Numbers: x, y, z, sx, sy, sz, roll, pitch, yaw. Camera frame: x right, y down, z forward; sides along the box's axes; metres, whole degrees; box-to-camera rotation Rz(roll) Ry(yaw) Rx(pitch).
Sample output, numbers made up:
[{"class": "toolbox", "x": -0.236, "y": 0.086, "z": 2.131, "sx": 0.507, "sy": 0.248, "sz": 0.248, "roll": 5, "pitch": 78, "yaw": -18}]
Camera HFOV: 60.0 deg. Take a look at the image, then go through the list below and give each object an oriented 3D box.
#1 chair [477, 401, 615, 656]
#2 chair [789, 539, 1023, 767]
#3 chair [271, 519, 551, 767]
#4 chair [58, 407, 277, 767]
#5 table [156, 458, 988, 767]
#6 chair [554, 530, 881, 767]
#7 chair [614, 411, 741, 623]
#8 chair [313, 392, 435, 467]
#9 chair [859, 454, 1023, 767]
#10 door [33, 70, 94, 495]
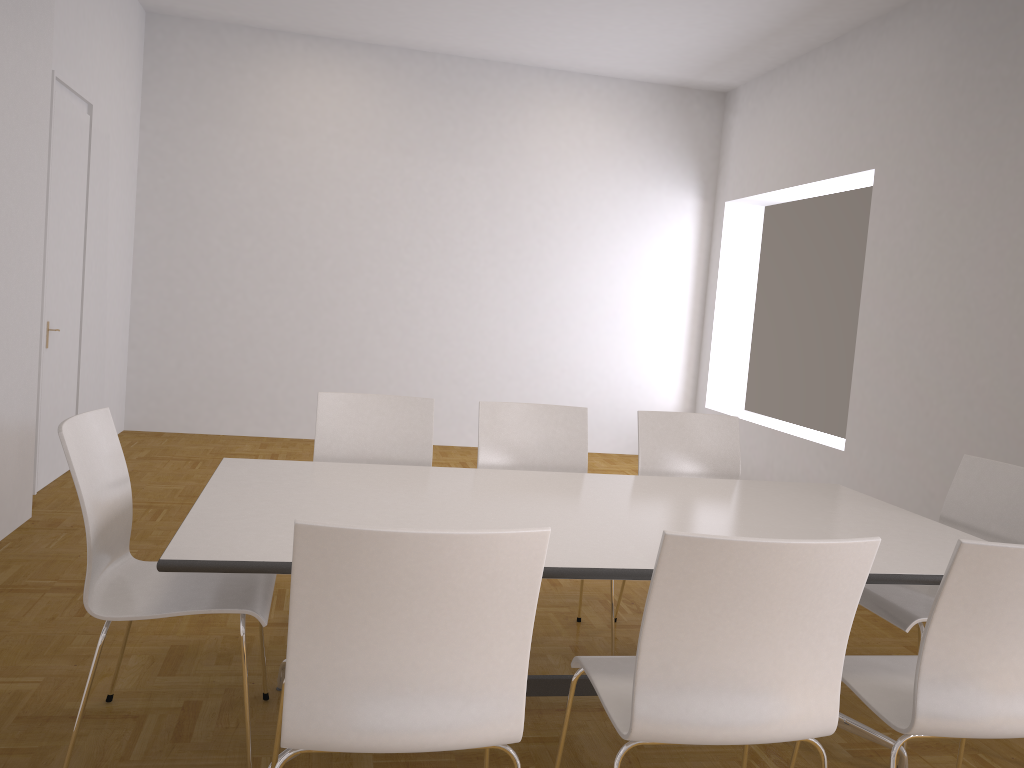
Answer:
[{"class": "chair", "x": 0.103, "y": 0.574, "z": 3.558, "sx": 0.561, "sy": 0.930, "sz": 0.576, "roll": 4, "pitch": 4, "yaw": -12}, {"class": "chair", "x": 1.087, "y": 0.778, "z": 2.179, "sx": 0.561, "sy": 0.930, "sz": 0.576, "roll": 4, "pitch": 4, "yaw": -12}, {"class": "chair", "x": -0.243, "y": 0.694, "z": 1.898, "sx": 0.561, "sy": 0.930, "sz": 0.576, "roll": 4, "pitch": 4, "yaw": -12}, {"class": "chair", "x": -0.975, "y": 0.571, "z": 2.519, "sx": 0.575, "sy": 0.930, "sz": 0.562, "roll": 4, "pitch": 4, "yaw": -12}, {"class": "table", "x": 0.248, "y": 0.754, "z": 2.805, "sx": 2.410, "sy": 0.721, "sz": 1.213, "roll": 4, "pitch": 5, "yaw": -12}, {"class": "chair", "x": 0.442, "y": 0.738, "z": 2.043, "sx": 0.561, "sy": 0.930, "sz": 0.576, "roll": 4, "pitch": 4, "yaw": -12}, {"class": "chair", "x": 0.787, "y": 0.617, "z": 3.702, "sx": 0.561, "sy": 0.930, "sz": 0.576, "roll": 4, "pitch": 4, "yaw": -12}, {"class": "chair", "x": -0.542, "y": 0.533, "z": 3.421, "sx": 0.561, "sy": 0.930, "sz": 0.576, "roll": 4, "pitch": 4, "yaw": -12}, {"class": "chair", "x": 1.452, "y": 0.732, "z": 3.033, "sx": 0.575, "sy": 0.930, "sz": 0.562, "roll": 4, "pitch": 4, "yaw": -12}, {"class": "door", "x": -2.814, "y": -0.613, "z": 5.542, "sx": 0.132, "sy": 2.449, "sz": 0.873, "roll": 4, "pitch": 4, "yaw": -12}]
